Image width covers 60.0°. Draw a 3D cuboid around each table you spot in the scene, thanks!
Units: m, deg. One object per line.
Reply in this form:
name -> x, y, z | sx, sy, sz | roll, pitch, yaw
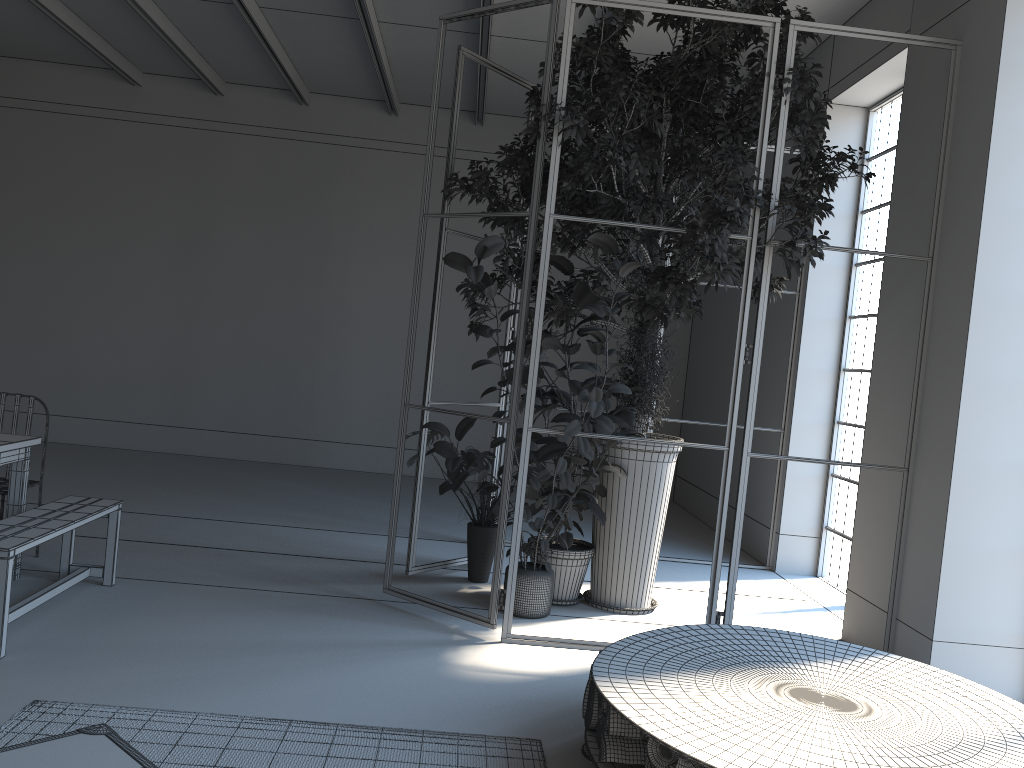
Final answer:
table -> -3.515, 0.634, 4.294 | 1.784, 0.819, 1.239 | 6, 2, -3
table -> 1.122, 1.331, 3.243 | 1.709, 0.387, 1.708 | 6, 2, -12
table -> -1.196, 1.163, 2.162 | 0.706, 0.330, 0.667 | 7, 2, 42

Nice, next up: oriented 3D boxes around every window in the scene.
window -> 2.923, -0.144, 2.243 | 0.070, 3.834, 9.755 | 6, 2, -3

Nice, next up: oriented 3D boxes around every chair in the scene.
chair -> -3.053, 0.547, 5.133 | 0.474, 0.975, 0.488 | 6, 2, -3

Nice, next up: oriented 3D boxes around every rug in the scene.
rug -> -0.794, 1.357, 2.202 | 1.961, 0.007, 2.524 | 6, 2, -3

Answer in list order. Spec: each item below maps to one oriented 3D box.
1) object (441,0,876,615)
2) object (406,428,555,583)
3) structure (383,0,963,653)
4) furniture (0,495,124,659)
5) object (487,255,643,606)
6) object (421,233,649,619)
object -> 0.778, -0.651, 5.437 | 2.243, 4.154, 2.486 | 5, 2, -32
object -> -0.230, 0.823, 5.834 | 1.125, 1.001, 0.920 | 6, 2, -6
structure -> 0.862, -0.268, 5.889 | 2.994, 3.454, 2.452 | 6, 2, -3
furniture -> -2.326, 0.898, 4.365 | 0.300, 0.478, 1.260 | 6, 2, -3
object -> 0.303, 0.278, 5.709 | 1.270, 2.157, 0.868 | 7, 2, 27
object -> 0.143, 0.288, 5.073 | 1.253, 2.183, 1.309 | 6, 2, 8
